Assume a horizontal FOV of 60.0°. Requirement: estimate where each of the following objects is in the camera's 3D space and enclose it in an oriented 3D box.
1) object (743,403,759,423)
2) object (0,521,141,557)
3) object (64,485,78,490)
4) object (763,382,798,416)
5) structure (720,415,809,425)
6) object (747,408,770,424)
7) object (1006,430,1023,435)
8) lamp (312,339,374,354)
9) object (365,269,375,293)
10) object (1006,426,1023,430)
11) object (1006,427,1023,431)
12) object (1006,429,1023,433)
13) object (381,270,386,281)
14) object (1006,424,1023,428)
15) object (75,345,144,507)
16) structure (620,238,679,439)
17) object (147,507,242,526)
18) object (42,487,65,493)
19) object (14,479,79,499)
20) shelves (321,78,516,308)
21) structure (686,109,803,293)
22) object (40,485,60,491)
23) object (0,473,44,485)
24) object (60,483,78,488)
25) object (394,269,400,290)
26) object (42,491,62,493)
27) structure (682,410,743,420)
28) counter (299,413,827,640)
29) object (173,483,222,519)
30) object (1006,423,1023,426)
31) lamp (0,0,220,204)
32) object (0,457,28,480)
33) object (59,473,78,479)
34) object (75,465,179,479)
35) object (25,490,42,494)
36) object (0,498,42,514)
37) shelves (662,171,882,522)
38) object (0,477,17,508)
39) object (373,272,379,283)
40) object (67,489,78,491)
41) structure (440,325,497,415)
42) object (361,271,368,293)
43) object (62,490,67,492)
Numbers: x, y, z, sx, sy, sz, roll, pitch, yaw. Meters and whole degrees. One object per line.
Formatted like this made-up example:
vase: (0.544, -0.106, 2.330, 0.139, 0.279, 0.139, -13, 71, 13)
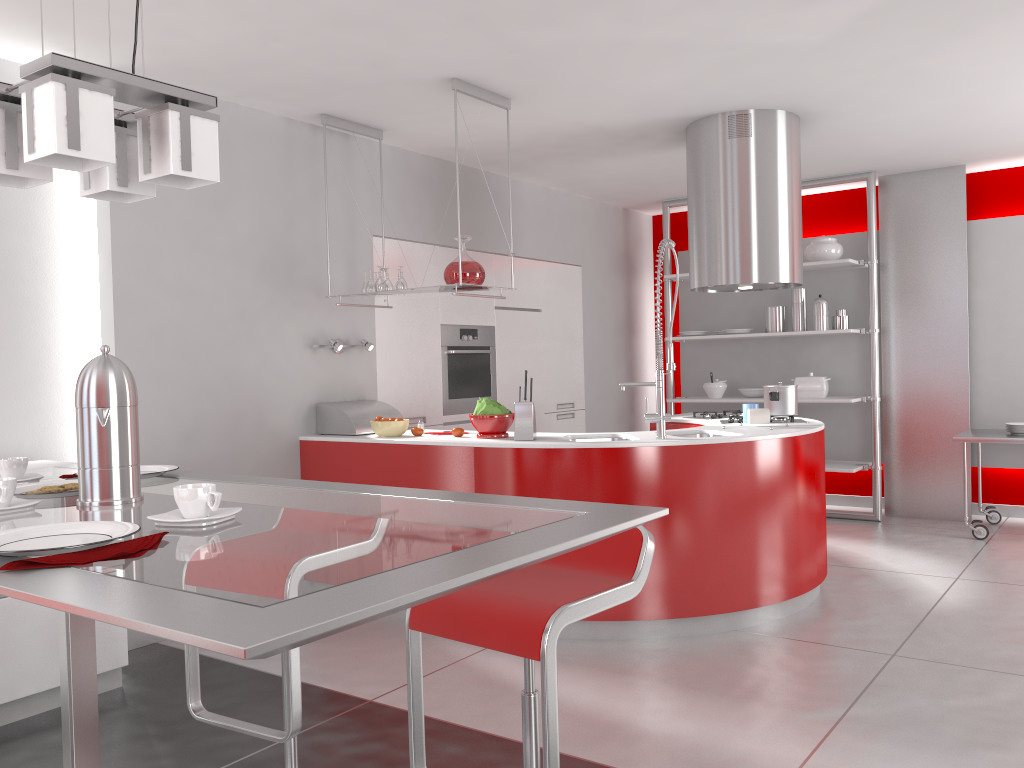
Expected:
object: (1.248, 0.153, 4.641, 0.080, 0.100, 0.109, -1, 1, 9)
object: (-0.623, 0.213, 1.209, 0.217, 0.015, 0.217, -2, 1, -30)
object: (-0.868, 0.205, 1.757, 0.034, 0.006, 0.036, -2, 1, -31)
object: (1.488, 0.081, 4.914, 0.189, 0.185, 0.218, -2, 1, -2)
structure: (1.394, 0.194, 4.937, 0.457, 0.037, 0.303, -1, 1, 11)
object: (1.252, 0.164, 4.511, 0.100, 0.080, 0.109, -1, 1, 6)
object: (3.426, 0.326, 5.914, 0.228, 0.020, 0.228, -1, 1, 17)
lamp: (-0.928, -0.214, 5.004, 0.155, 0.081, 0.454, -1, 1, 36)
object: (-0.757, -0.545, 4.751, 0.060, 0.141, 0.060, -1, 1, 13)
object: (3.425, 0.295, 5.914, 0.228, 0.020, 0.228, -1, 1, 17)
object: (3.426, 0.305, 5.914, 0.228, 0.020, 0.228, -1, 1, 17)
object: (3.426, 0.315, 5.914, 0.228, 0.020, 0.228, -1, 1, 17)
object: (-0.703, -0.548, 4.840, 0.060, 0.141, 0.060, -1, 1, 36)
object: (3.425, 0.285, 5.913, 0.228, 0.020, 0.228, -1, 1, 17)
object: (-0.750, 0.072, 1.630, 0.149, 0.287, 0.113, 0, 2, 44)
structure: (0.662, -0.211, 4.088, 0.308, 0.920, 0.178, -2, 1, -11)
object: (-0.491, 0.207, 1.377, 0.119, 0.016, 0.119, -1, 1, 16)
object: (-0.892, 0.206, 1.724, 0.036, 0.006, 0.034, -3, 2, -42)
object: (-0.901, 0.210, 1.758, 0.217, 0.015, 0.217, -2, 1, -17)
shelves: (-0.499, -0.940, 4.654, 0.934, 1.023, 0.462, -1, 1, 36)
structure: (1.356, -1.036, 5.189, 0.644, 0.958, 0.644, -2, 1, 2)
object: (-0.915, 0.206, 1.758, 0.034, 0.006, 0.036, -2, 1, -17)
object: (-1.098, 0.212, 1.951, 0.119, 0.016, 0.119, -2, 1, -35)
object: (-0.891, 0.204, 1.793, 0.034, 0.006, 0.036, -1, 1, 24)
object: (-0.609, -0.550, 4.803, 0.060, 0.141, 0.060, -1, 1, 36)
object: (-0.896, 0.212, 1.722, 0.034, 0.006, 0.036, -1, 1, 40)
structure: (1.321, 0.186, 5.467, 0.457, 0.037, 0.303, -2, 1, -24)
counter: (0.407, 0.683, 4.766, 2.865, 0.880, 1.868, -2, 1, -20)
object: (-0.488, 0.183, 1.370, 0.062, 0.049, 0.078, -2, 1, -32)
object: (3.425, 0.275, 5.913, 0.228, 0.020, 0.228, -1, 1, 17)
lamp: (-0.752, -0.871, 1.565, 0.304, 1.025, 0.304, -1, 1, 36)
object: (-1.105, 0.188, 1.955, 0.078, 0.049, 0.062, -1, 1, 35)
object: (-0.982, 0.207, 2.105, 0.095, 0.012, 0.234, -1, 1, 36)
object: (-0.874, 0.204, 2.020, 0.217, 0.015, 0.217, -2, 1, -18)
object: (-0.931, 0.212, 1.741, 0.036, 0.006, 0.034, -1, 1, 15)
object: (-0.893, 0.215, 1.538, 0.119, 0.016, 0.119, -1, 1, 33)
shelves: (2.017, -0.266, 7.070, 1.735, 2.599, 0.535, -1, 1, 36)
object: (-0.892, 0.191, 1.530, 0.062, 0.049, 0.078, -2, 1, -14)
object: (-0.753, -0.548, 4.914, 0.060, 0.141, 0.060, -1, 1, 36)
object: (-0.856, 0.210, 1.742, 0.036, 0.006, 0.034, -2, 1, -33)
structure: (-0.274, -0.100, 6.024, 0.050, 0.589, 0.599, -1, 1, 36)
object: (-0.794, -0.546, 4.839, 0.060, 0.141, 0.060, -1, 1, 36)
object: (-0.891, 0.211, 1.764, 0.034, 0.006, 0.036, -2, 1, -37)
